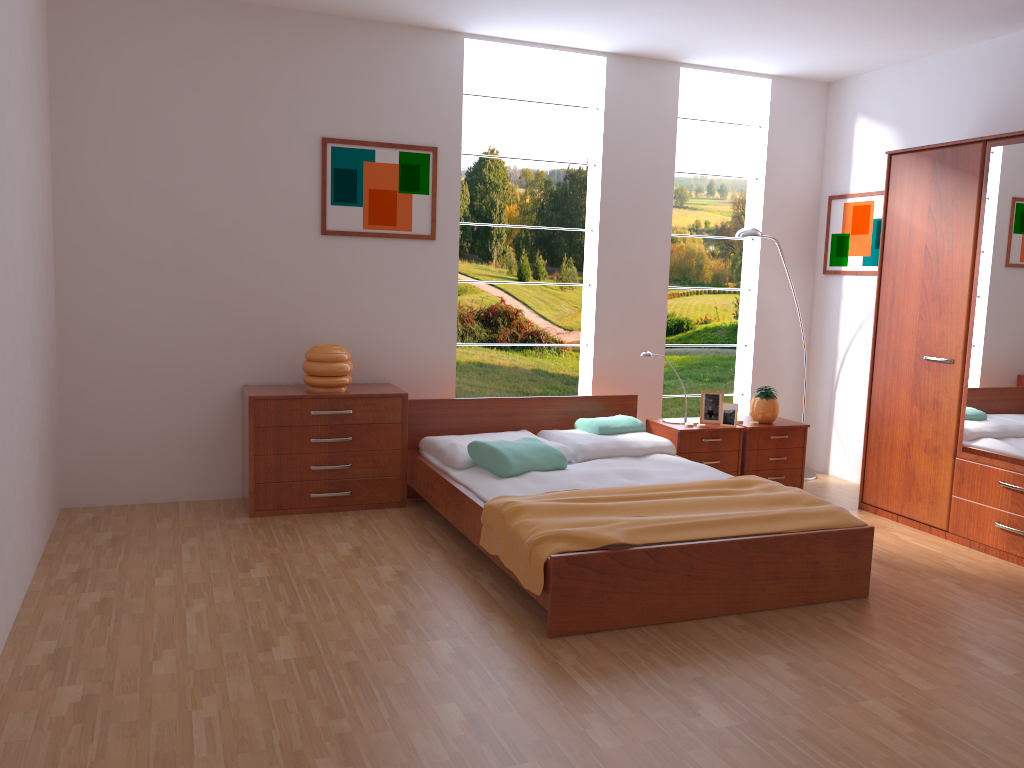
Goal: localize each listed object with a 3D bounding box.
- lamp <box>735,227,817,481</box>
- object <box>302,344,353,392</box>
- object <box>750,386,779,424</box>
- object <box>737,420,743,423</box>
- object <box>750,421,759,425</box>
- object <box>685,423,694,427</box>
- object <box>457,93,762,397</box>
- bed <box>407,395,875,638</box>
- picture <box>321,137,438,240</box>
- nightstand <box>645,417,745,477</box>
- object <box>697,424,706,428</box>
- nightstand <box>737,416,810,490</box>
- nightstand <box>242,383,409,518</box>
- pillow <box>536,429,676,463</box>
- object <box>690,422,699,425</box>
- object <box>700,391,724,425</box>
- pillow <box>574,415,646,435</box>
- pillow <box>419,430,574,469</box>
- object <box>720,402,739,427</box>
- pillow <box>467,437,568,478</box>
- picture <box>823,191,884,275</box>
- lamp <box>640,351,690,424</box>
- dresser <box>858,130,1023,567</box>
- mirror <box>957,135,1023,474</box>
[{"bbox_3d":[1.711,-0.167,5.649,0.387,1.603,0.799,8,9,41],"label":"lamp"},{"bbox_3d":[-0.978,-0.085,4.706,0.264,0.244,0.264,1,7,-5],"label":"object"},{"bbox_3d":[1.516,0.123,5.321,0.169,0.223,0.170,-4,9,-42],"label":"object"},{"bbox_3d":[1.354,0.226,5.291,0.049,0.018,0.049,-3,9,-35],"label":"object"},{"bbox_3d":[1.434,0.233,5.251,0.049,0.018,0.049,-3,9,-35],"label":"object"},{"bbox_3d":[1.020,0.237,5.104,0.049,0.018,0.049,-3,9,-35],"label":"object"},{"bbox_3d":[0.674,-0.797,5.590,2.205,1.815,0.033,-1,8,-21],"label":"object"},{"bbox_3d":[0.511,0.476,4.274,1.632,0.560,1.990,-1,8,-21],"label":"bed"},{"bbox_3d":[-0.730,-1.071,4.908,0.645,0.517,0.030,-1,8,-21],"label":"picture"},{"bbox_3d":[1.068,0.449,5.248,0.439,0.442,0.377,-1,8,-21],"label":"nightstand"},{"bbox_3d":[1.085,0.242,5.087,0.049,0.018,0.049,-3,9,-35],"label":"object"},{"bbox_3d":[1.501,0.443,5.417,0.439,0.442,0.377,-1,8,-21],"label":"nightstand"},{"bbox_3d":[-1.006,0.339,4.756,0.815,0.626,0.428,-1,8,-21],"label":"nightstand"},{"bbox_3d":[0.527,0.343,4.986,0.630,0.182,0.574,-1,8,-23],"label":"pillow"},{"bbox_3d":[1.062,0.231,5.166,0.049,0.018,0.049,-3,9,-35],"label":"object"},{"bbox_3d":[1.175,0.140,5.214,0.131,0.191,0.037,3,7,8],"label":"object"},{"bbox_3d":[0.557,0.245,5.064,0.322,0.116,0.276,-1,8,-24],"label":"pillow"},{"bbox_3d":[-0.100,0.355,4.719,0.682,0.157,0.574,-2,8,-28],"label":"pillow"},{"bbox_3d":[1.258,0.178,5.137,0.094,0.137,0.027,5,8,23],"label":"object"},{"bbox_3d":[0.028,0.358,4.394,0.425,0.164,0.334,-5,10,-45],"label":"pillow"},{"bbox_3d":[2.224,-0.952,5.631,0.030,0.517,0.645,-1,8,-21],"label":"picture"},{"bbox_3d":[0.906,0.019,5.172,0.337,0.421,0.163,-3,8,-33],"label":"lamp"},{"bbox_3d":[2.579,-0.144,4.093,0.487,2.004,2.017,-1,8,-21],"label":"dresser"},{"bbox_3d":[2.378,-0.357,4.035,0.037,1.556,0.681,-1,8,-21],"label":"mirror"}]
